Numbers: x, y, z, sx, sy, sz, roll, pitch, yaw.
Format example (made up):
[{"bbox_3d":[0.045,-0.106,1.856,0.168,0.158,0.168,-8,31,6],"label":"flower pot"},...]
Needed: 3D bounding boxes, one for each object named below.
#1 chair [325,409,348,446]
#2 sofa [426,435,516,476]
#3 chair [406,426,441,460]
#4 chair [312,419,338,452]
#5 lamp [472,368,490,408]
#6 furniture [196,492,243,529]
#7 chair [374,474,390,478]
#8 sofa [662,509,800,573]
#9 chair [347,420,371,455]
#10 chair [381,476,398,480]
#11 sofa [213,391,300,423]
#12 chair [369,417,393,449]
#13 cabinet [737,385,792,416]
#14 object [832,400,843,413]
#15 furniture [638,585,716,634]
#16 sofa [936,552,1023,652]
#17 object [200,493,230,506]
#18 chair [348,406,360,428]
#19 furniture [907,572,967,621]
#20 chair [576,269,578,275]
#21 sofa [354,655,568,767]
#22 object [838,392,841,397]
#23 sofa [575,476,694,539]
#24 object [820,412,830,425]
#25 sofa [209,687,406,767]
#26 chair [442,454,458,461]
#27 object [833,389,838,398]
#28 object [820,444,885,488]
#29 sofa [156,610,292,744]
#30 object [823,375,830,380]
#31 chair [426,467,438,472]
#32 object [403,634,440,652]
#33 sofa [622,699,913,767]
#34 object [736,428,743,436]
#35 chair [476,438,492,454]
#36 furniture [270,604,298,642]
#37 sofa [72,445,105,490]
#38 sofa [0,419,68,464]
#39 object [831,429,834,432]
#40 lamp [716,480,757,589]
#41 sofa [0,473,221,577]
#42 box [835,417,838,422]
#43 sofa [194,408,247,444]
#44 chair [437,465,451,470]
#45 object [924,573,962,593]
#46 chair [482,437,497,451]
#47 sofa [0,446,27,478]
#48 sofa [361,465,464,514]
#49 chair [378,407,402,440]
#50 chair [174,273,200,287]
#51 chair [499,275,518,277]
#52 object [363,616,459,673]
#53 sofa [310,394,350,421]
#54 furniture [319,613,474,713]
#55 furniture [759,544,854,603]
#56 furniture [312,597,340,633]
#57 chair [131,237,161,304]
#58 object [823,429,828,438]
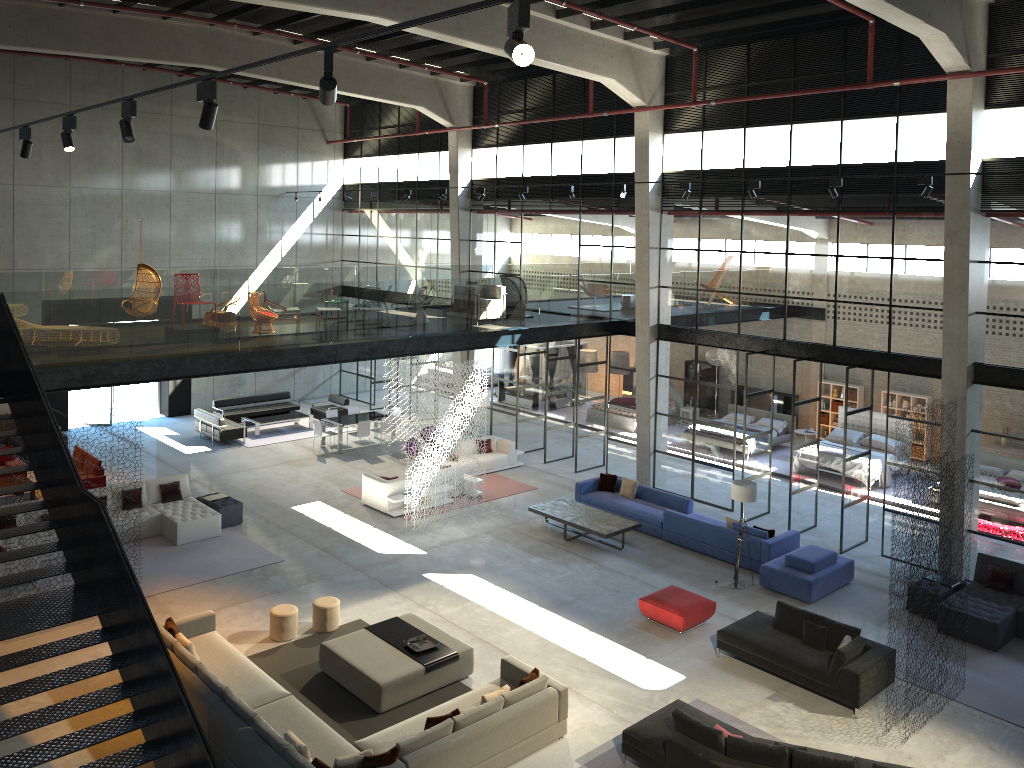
[{"bbox_3d":[-4.799,1.186,23.963,0.421,0.865,0.549,-2,5,-42],"label":"chair"},{"bbox_3d":[-0.988,1.810,21.527,2.156,0.664,0.950,-7,11,-42],"label":"sofa"},{"bbox_3d":[-2.300,1.508,22.823,0.799,0.743,0.661,-5,8,-42],"label":"chair"},{"bbox_3d":[-4.908,1.341,23.087,0.547,0.865,0.423,-3,5,-43],"label":"chair"},{"bbox_3d":[-0.711,-0.039,20.432,0.440,1.094,0.442,-1,4,-34],"label":"lamp"},{"bbox_3d":[-5.857,2.520,17.548,0.967,0.452,0.511,9,10,42],"label":"furniture"},{"bbox_3d":[-2.744,2.066,18.862,0.392,0.270,0.321,4,7,22],"label":"chair"},{"bbox_3d":[4.085,2.800,16.502,1.058,0.716,2.357,-6,12,-42],"label":"sofa"},{"bbox_3d":[-4.026,1.355,23.119,0.421,0.865,0.549,-2,5,-42],"label":"chair"},{"bbox_3d":[-2.577,2.099,18.647,0.402,0.333,0.285,2,5,3],"label":"chair"},{"bbox_3d":[-7.605,0.775,26.207,2.463,0.752,0.827,-7,11,-42],"label":"sofa"},{"bbox_3d":[-3.510,1.282,23.592,0.421,0.865,0.549,-2,5,-42],"label":"chair"},{"bbox_3d":[7.734,0.789,26.962,0.451,1.150,2.100,-1,8,-42],"label":"cabinet"},{"bbox_3d":[9.383,0.648,25.119,0.325,0.295,0.326,-5,9,-42],"label":"object"},{"bbox_3d":[2.553,3.466,13.548,0.858,0.373,0.862,-7,12,-42],"label":"furniture"},{"bbox_3d":[8.445,3.566,12.368,1.833,0.862,4.188,-6,12,-42],"label":"sofa"},{"bbox_3d":[-5.956,2.318,17.637,0.303,0.099,0.521,10,13,41],"label":"object"},{"bbox_3d":[-4.283,1.113,24.436,0.421,0.865,0.549,-2,5,-42],"label":"chair"},{"bbox_3d":[6.859,3.418,14.158,0.963,0.452,0.514,-5,9,-37],"label":"furniture"},{"bbox_3d":[2.325,-2.685,24.625,0.975,1.022,0.800,0,5,-14],"label":"chair"},{"bbox_3d":[-0.538,3.863,9.988,2.346,0.717,1.062,-7,11,-42],"label":"sofa"},{"bbox_3d":[9.409,0.314,25.186,0.185,0.131,0.187,3,8,11],"label":"object"},{"bbox_3d":[2.508,2.511,18.241,1.058,0.599,2.357,-6,12,-42],"label":"sofa"},{"bbox_3d":[9.102,1.002,25.428,0.325,0.295,0.326,-5,9,-42],"label":"object"},{"bbox_3d":[-2.231,3.941,9.333,1.058,0.716,2.357,-6,12,-42],"label":"sofa"},{"bbox_3d":[-1.473,1.754,21.079,0.415,0.107,0.412,2,10,3],"label":"chair"},{"bbox_3d":[9.259,0.264,25.123,0.155,0.246,0.155,5,5,39],"label":"object"},{"bbox_3d":[8.071,1.925,21.389,0.654,0.653,2.302,-4,10,-39],"label":"object"},{"bbox_3d":[-3.800,3.599,11.044,1.058,0.716,2.357,-6,12,-42],"label":"sofa"},{"bbox_3d":[9.158,-0.178,25.569,0.053,0.150,0.235,-1,8,-45],"label":"object"},{"bbox_3d":[-1.815,1.987,19.326,0.270,0.316,0.395,5,8,34],"label":"chair"},{"bbox_3d":[-1.208,3.466,11.701,0.387,0.035,0.390,-7,13,-38],"label":"object"},{"bbox_3d":[3.171,4.159,9.223,4.082,0.559,1.484,6,10,26],"label":"sofa"},{"bbox_3d":[5.846,1.347,23.860,0.721,0.245,2.130,-7,13,-42],"label":"object"},{"bbox_3d":[-0.700,1.553,21.887,0.410,0.333,0.259,0,5,-10],"label":"chair"},{"bbox_3d":[-3.317,3.466,12.749,0.401,0.398,0.404,-2,7,-28],"label":"furniture"},{"bbox_3d":[-9.635,1.953,19.220,0.819,0.808,1.982,-4,10,-42],"label":"sofa"},{"bbox_3d":[-13.149,1.519,21.820,3.204,0.564,2.850,-8,13,-42],"label":"sofa"},{"bbox_3d":[9.359,1.468,25.151,0.325,0.295,0.326,-5,9,-42],"label":"object"},{"bbox_3d":[3.861,2.569,14.908,0.431,1.733,0.670,4,4,45],"label":"lamp"},{"bbox_3d":[-7.582,2.567,15.900,4.169,0.863,1.841,-8,12,-42],"label":"sofa"},{"bbox_3d":[9.403,1.034,25.175,0.132,0.108,0.215,-5,10,-42],"label":"box"},{"bbox_3d":[-8.014,1.139,24.124,0.824,0.752,1.666,-5,10,-42],"label":"sofa"},{"bbox_3d":[-1.568,1.961,19.503,0.397,0.320,0.270,-5,8,-41],"label":"chair"},{"bbox_3d":[6.975,3.223,14.238,0.301,0.099,0.523,-6,12,-37],"label":"object"},{"bbox_3d":[-0.566,1.527,22.041,0.380,0.335,0.256,0,5,-9],"label":"chair"},{"bbox_3d":[-11.473,1.897,19.299,1.289,0.809,0.822,-6,9,-42],"label":"sofa"},{"bbox_3d":[-2.145,2.206,19.168,2.147,0.665,0.956,-7,11,-42],"label":"sofa"},{"bbox_3d":[-3.401,1.127,24.468,0.547,0.865,0.423,-3,5,-43],"label":"chair"},{"bbox_3d":[-5.952,-1.554,16.377,0.647,0.975,0.665,-3,6,-42],"label":"chair"},{"bbox_3d":[0.027,-2.181,21.634,0.688,0.980,0.834,3,6,17],"label":"chair"},{"bbox_3d":[-1.384,3.499,11.883,0.538,0.086,1.486,-8,13,-42],"label":"object"},{"bbox_3d":[-5.493,0.782,26.435,0.824,0.754,0.959,-5,9,-42],"label":"sofa"},{"bbox_3d":[-1.544,3.686,11.747,1.543,0.396,1.461,-7,13,-42],"label":"furniture"},{"bbox_3d":[5.068,3.133,15.040,1.543,0.550,0.958,-7,12,-42],"label":"furniture"},{"bbox_3d":[-2.763,3.425,13.046,0.402,0.398,0.403,6,8,37],"label":"furniture"},{"bbox_3d":[-6.681,-2.081,15.805,0.639,1.766,0.601,2,3,22],"label":"chair"},{"bbox_3d":[9.088,1.443,25.415,0.139,0.234,0.140,1,4,-6],"label":"object"}]
